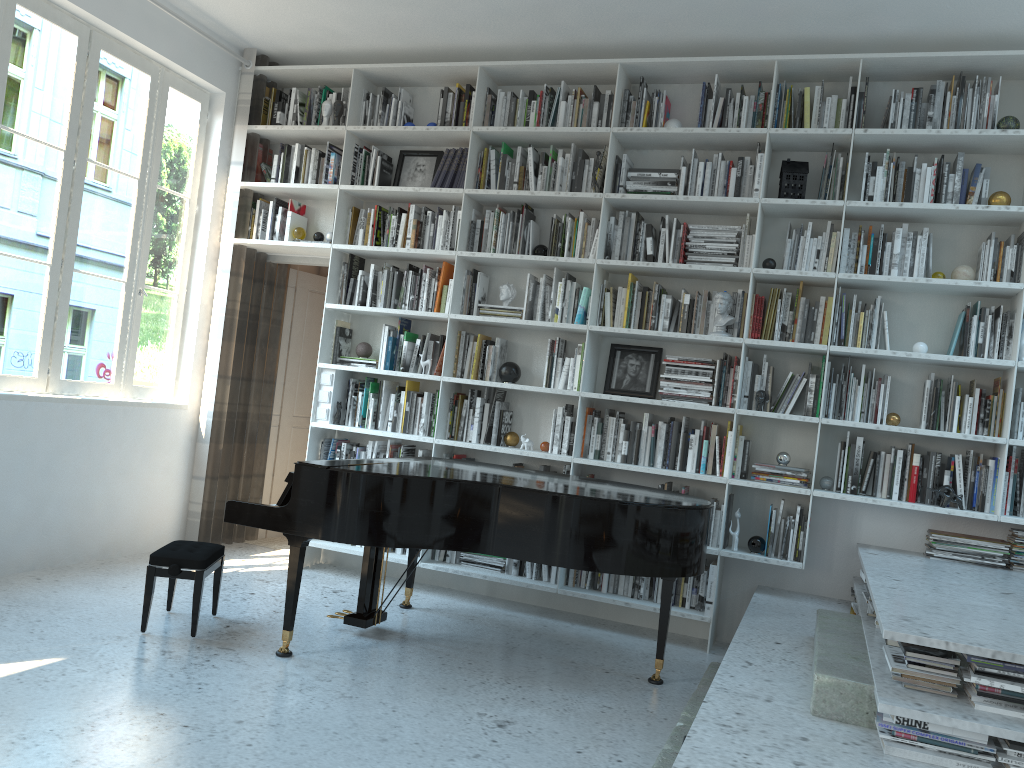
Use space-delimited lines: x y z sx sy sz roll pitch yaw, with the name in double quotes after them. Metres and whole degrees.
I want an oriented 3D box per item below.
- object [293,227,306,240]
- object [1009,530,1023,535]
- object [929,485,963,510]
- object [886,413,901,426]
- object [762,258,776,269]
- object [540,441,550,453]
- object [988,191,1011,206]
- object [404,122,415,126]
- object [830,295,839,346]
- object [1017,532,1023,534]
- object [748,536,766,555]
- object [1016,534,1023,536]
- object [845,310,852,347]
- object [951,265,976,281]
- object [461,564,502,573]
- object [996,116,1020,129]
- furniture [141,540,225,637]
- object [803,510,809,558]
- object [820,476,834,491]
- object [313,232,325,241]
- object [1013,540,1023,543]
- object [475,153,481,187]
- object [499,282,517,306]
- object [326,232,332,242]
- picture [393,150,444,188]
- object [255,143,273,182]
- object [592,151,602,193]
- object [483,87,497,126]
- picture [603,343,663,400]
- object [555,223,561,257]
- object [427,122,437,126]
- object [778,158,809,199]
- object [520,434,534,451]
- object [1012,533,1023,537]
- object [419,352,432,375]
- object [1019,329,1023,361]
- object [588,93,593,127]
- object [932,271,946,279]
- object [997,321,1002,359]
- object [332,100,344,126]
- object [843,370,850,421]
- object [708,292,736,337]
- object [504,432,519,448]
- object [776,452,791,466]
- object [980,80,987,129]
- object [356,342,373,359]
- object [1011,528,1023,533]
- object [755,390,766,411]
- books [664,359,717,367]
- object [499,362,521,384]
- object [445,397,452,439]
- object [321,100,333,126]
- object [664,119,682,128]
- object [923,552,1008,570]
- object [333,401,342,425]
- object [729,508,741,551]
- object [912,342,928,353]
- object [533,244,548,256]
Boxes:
-1.370 -0.967 5.713 0.087 0.088 0.086 7 -1 -21 "object"
2.580 0.739 4.297 0.285 0.005 0.159 6 -1 20 "object"
2.102 0.545 4.288 0.160 0.114 0.064 7 -1 7 "object"
1.944 0.183 4.526 0.071 0.072 0.071 7 -1 -21 "object"
1.359 -0.629 4.687 0.071 0.072 0.071 7 -1 -21 "object"
0.192 0.362 5.101 0.061 0.062 0.061 7 -1 -21 "object"
2.391 -0.894 4.349 0.100 0.101 0.100 7 -1 -3 "object"
-0.637 -1.585 5.520 0.082 0.083 0.082 7 -1 -3 "object"
1.699 -0.320 4.675 0.013 0.283 0.135 7 -1 20 "object"
2.580 0.733 4.295 0.254 0.006 0.161 6 -1 21 "object"
1.277 0.838 4.623 0.094 0.095 0.093 7 -1 -21 "object"
2.579 0.744 4.296 0.254 0.006 0.161 6 -1 20 "object"
1.758 -0.276 4.635 0.013 0.208 0.140 7 -1 20 "object"
2.270 -0.542 4.460 0.111 0.113 0.111 7 -1 -3 "object"
-0.152 1.081 5.239 0.254 0.007 0.161 6 -1 23 "object"
2.432 -1.261 4.348 0.104 0.105 0.104 7 -1 -21 "object"
-1.470 0.901 3.988 0.240 0.353 0.467 7 -1 -5 "furniture"
1.520 0.783 4.576 0.011 0.260 0.142 7 -1 20 "object"
1.637 0.516 4.612 0.071 0.072 0.071 7 -1 -21 "object"
-1.246 -0.945 5.720 0.071 0.072 0.071 7 -1 -3 "object"
2.573 0.776 4.297 0.254 0.006 0.161 6 -1 20 "object"
-0.178 -1.251 5.378 0.012 0.254 0.161 7 -1 20 "object"
-0.028 -0.532 5.283 0.095 0.157 0.121 6 -1 34 "object"
-1.153 -0.935 5.665 0.071 0.072 0.071 7 -1 -3 "object"
-0.594 -1.326 5.579 0.300 0.299 0.077 6 -1 20 "picture"
-1.656 -1.434 5.895 0.035 0.295 0.176 7 -1 20 "object"
0.483 -1.182 4.986 0.075 0.254 0.075 7 -1 -1 "object"
-0.133 -1.631 5.383 0.012 0.285 0.159 7 -1 20 "object"
0.690 -0.072 5.057 0.300 0.299 0.077 6 -1 20 "picture"
0.288 -0.817 5.197 0.010 0.225 0.142 7 -1 20 "object"
-0.490 -1.569 5.467 0.082 0.083 0.082 7 -1 -3 "object"
1.488 -1.067 4.695 0.135 0.248 0.135 7 -1 10 "object"
0.088 0.334 5.114 0.060 0.095 0.078 6 -1 37 "object"
2.579 0.750 4.296 0.254 0.006 0.161 6 -1 20 "object"
-0.517 -0.125 5.265 0.081 0.140 0.044 7 -1 4 "object"
2.463 -0.240 4.207 0.075 0.288 0.087 7 -1 -35 "object"
0.476 -1.545 5.160 0.010 0.246 0.157 7 -1 20 "object"
2.152 -0.534 4.477 0.068 0.068 0.068 7 -1 -3 "object"
2.413 -0.203 4.420 0.014 0.208 0.130 7 -1 20 "object"
-1.096 -1.684 5.569 0.067 0.198 0.067 7 -1 -28 "object"
1.749 0.064 4.638 0.007 0.266 0.135 7 -1 20 "object"
1.121 -0.366 4.720 0.137 0.244 0.138 7 -1 -15 "object"
-0.002 0.326 5.217 0.091 0.092 0.091 7 -1 -3 "object"
1.412 0.388 4.614 0.071 0.072 0.071 7 -1 -21 "object"
2.369 -1.362 4.480 0.006 0.298 0.129 7 -1 20 "object"
-0.928 -0.210 5.563 0.105 0.106 0.105 7 -1 -3 "object"
2.577 0.727 4.286 0.285 0.005 0.159 6 -1 25 "object"
1.291 0.086 4.609 0.054 0.113 0.079 7 -1 18 "object"
0.987 -0.111 4.893 0.285 0.012 0.159 6 -1 15 "books"
-0.012 -0.065 5.230 0.134 0.135 0.133 7 -1 -21 "object"
-0.351 0.207 5.362 0.012 0.254 0.161 7 -1 20 "object"
-1.172 -1.692 5.597 0.067 0.198 0.067 7 -1 -28 "object"
0.899 -1.428 4.956 0.105 0.106 0.104 7 -1 -3 "object"
2.240 0.877 4.396 0.345 0.007 0.193 6 -1 15 "object"
-1.074 0.180 5.467 0.045 0.146 0.045 7 -1 -32 "object"
1.169 0.760 4.641 0.053 0.224 0.046 6 -1 32 "object"
2.057 -0.177 4.468 0.071 0.072 0.071 7 -1 -21 "object"
0.169 -0.766 5.183 0.097 0.098 0.097 7 -1 -21 "object"
